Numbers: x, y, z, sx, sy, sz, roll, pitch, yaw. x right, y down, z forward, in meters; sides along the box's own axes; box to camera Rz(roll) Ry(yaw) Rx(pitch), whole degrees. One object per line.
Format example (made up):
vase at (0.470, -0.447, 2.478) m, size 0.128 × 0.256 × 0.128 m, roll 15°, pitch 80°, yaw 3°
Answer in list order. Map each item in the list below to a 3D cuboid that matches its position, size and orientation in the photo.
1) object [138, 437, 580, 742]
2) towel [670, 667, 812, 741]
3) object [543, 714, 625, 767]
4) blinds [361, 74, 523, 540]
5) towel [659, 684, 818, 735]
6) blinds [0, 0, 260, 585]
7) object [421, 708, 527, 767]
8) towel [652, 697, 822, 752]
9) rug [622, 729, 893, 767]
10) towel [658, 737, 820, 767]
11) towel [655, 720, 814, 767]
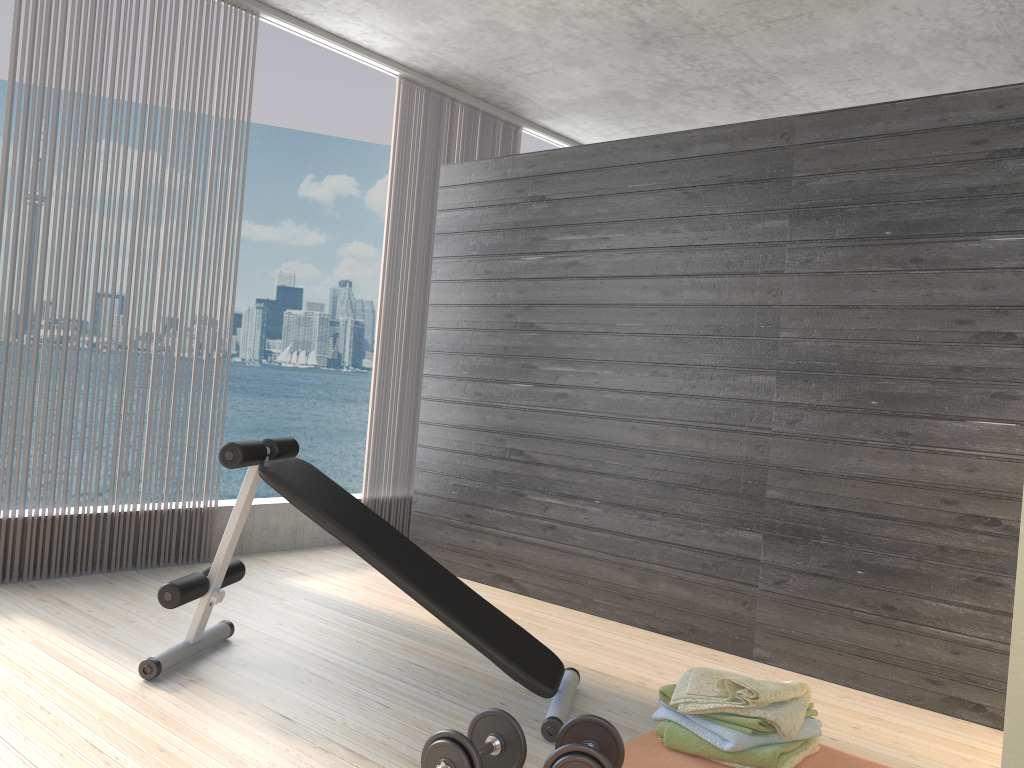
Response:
object at (-0.429, 0.588, 2.842) m, size 1.312 × 0.746 × 0.505 m, roll 5°, pitch 0°, yaw 10°
towel at (0.671, 0.893, 2.596) m, size 0.373 × 0.123 × 0.384 m, roll 5°, pitch 0°, yaw 24°
object at (0.175, 0.919, 2.136) m, size 0.176 × 0.176 × 0.385 m, roll 5°, pitch 0°, yaw 12°
blinds at (-0.414, -0.403, 5.548) m, size 0.069 × 2.744 × 1.133 m, roll 5°, pitch 0°, yaw 41°
towel at (0.667, 0.947, 2.624) m, size 0.376 × 0.085 × 0.371 m, roll 5°, pitch 0°, yaw -45°
blinds at (-1.734, -0.517, 4.005) m, size 0.069 × 2.744 × 1.133 m, roll 5°, pitch 0°, yaw 41°
object at (-0.090, 0.906, 2.163) m, size 0.176 × 0.176 × 0.385 m, roll 5°, pitch 0°, yaw 32°
towel at (0.655, 0.982, 2.599) m, size 0.383 × 0.078 × 0.383 m, roll 5°, pitch 0°, yaw -32°
rug at (0.004, 0.996, 1.611) m, size 0.716 × 0.002 × 2.779 m, roll 5°, pitch 0°, yaw 41°
towel at (0.673, 1.032, 2.584) m, size 0.371 × 0.044 × 0.376 m, roll 5°, pitch 0°, yaw 39°
towel at (0.656, 1.008, 2.575) m, size 0.367 × 0.081 × 0.380 m, roll 5°, pitch 0°, yaw 38°
